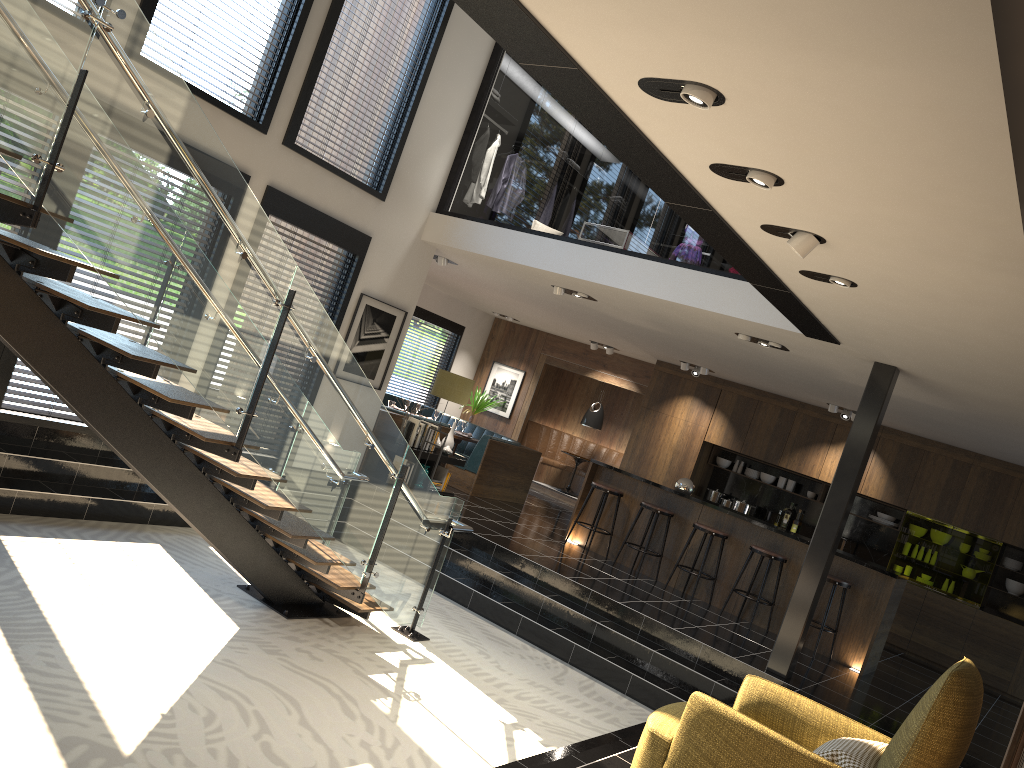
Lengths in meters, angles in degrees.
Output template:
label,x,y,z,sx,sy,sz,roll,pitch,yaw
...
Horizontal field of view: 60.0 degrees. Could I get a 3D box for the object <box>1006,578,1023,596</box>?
label,x,y,z,sx,sy,sz,roll,pitch,yaw
object,6.346,2.575,11.173,0.264,0.170,0.264,19,0,9

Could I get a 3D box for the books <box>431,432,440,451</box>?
label,x,y,z,sx,sy,sz,roll,pitch,yaw
books,-0.951,0.648,10.406,0.161,0.250,0.028,19,0,34

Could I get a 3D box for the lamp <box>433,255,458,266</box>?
label,x,y,z,sx,sy,sz,roll,pitch,yaw
lamp,-0.889,-1.550,10.699,0.500,0.248,0.350,19,0,34

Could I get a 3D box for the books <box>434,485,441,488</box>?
label,x,y,z,sx,sy,sz,roll,pitch,yaw
books,-0.982,1.186,10.552,0.156,0.025,0.275,19,-1,30

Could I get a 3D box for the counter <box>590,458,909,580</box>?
label,x,y,z,sx,sy,sz,roll,pitch,yaw
counter,2.520,1.456,9.874,3.566,0.041,0.700,19,-1,34

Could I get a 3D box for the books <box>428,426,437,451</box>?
label,x,y,z,sx,sy,sz,roll,pitch,yaw
books,-0.979,0.622,10.366,0.154,0.280,0.028,19,0,34

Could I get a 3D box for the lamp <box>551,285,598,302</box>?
label,x,y,z,sx,sy,sz,roll,pitch,yaw
lamp,0.686,-1.015,9.577,0.500,0.231,0.350,19,0,34

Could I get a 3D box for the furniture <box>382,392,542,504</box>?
label,x,y,z,sx,sy,sz,roll,pitch,yaw
furniture,-1.066,0.862,12.932,2.604,0.822,1.368,19,-1,34

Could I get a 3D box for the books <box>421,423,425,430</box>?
label,x,y,z,sx,sy,sz,roll,pitch,yaw
books,-1.099,0.577,10.206,0.141,0.280,0.031,19,0,34

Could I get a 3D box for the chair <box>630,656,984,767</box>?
label,x,y,z,sx,sy,sz,roll,pitch,yaw
chair,1.033,1.352,3.261,1.028,1.097,0.809,19,0,33

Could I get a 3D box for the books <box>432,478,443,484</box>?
label,x,y,z,sx,sy,sz,roll,pitch,yaw
books,-0.967,1.139,10.553,0.156,0.025,0.275,19,-1,37

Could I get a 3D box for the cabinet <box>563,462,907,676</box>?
label,x,y,z,sx,sy,sz,roll,pitch,yaw
cabinet,2.348,1.945,9.874,3.556,0.994,0.699,19,0,34

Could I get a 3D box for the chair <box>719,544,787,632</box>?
label,x,y,z,sx,sy,sz,roll,pitch,yaw
chair,2.531,2.108,9.183,0.411,0.799,0.413,19,0,43

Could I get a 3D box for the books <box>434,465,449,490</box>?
label,x,y,z,sx,sy,sz,roll,pitch,yaw
books,-0.868,1.129,10.689,0.155,0.263,0.026,19,0,34

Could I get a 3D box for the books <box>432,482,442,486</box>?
label,x,y,z,sx,sy,sz,roll,pitch,yaw
books,-0.971,1.164,10.550,0.166,0.024,0.262,19,-1,31

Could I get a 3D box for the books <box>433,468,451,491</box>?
label,x,y,z,sx,sy,sz,roll,pitch,yaw
books,-0.865,1.147,10.721,0.230,0.232,0.037,19,0,34

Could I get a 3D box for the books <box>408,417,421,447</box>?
label,x,y,z,sx,sy,sz,roll,pitch,yaw
books,-1.150,0.541,10.074,0.160,0.312,0.035,19,0,34

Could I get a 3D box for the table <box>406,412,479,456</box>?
label,x,y,z,sx,sy,sz,roll,pitch,yaw
table,-1.244,0.883,12.712,1.535,0.661,0.824,19,0,34

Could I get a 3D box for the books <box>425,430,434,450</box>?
label,x,y,z,sx,sy,sz,roll,pitch,yaw
books,-1.018,0.621,10.319,0.194,0.255,0.034,19,0,34

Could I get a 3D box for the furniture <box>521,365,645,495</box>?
label,x,y,z,sx,sy,sz,roll,pitch,yaw
furniture,1.583,0.892,15.776,2.633,2.335,1.177,19,0,33

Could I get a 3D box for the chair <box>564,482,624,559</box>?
label,x,y,z,sx,sy,sz,roll,pitch,yaw
chair,0.983,1.573,10.288,0.411,0.799,0.413,19,0,43

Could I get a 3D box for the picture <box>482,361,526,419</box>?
label,x,y,z,sx,sy,sz,roll,pitch,yaw
picture,-0.193,0.103,16.184,0.747,0.911,0.028,19,0,34

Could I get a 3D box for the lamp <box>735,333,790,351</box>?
label,x,y,z,sx,sy,sz,roll,pitch,yaw
lamp,2.380,-0.449,8.373,0.500,0.194,0.350,19,-1,34

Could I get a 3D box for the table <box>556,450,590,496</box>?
label,x,y,z,sx,sy,sz,roll,pitch,yaw
table,1.071,1.570,15.390,0.702,0.644,0.702,19,0,9

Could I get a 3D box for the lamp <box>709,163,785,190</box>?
label,x,y,z,sx,sy,sz,roll,pitch,yaw
lamp,1.043,-0.962,3.890,0.346,0.177,0.195,19,0,34

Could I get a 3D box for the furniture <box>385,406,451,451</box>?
label,x,y,z,sx,sy,sz,roll,pitch,yaw
furniture,-2.238,0.428,11.159,2.604,0.822,1.368,19,-1,34

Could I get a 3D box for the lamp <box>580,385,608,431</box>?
label,x,y,z,sx,sy,sz,roll,pitch,yaw
lamp,1.523,0.298,15.369,0.390,0.974,0.389,19,0,-12

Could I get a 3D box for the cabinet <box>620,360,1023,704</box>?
label,x,y,z,sx,sy,sz,roll,pitch,yaw
cabinet,4.721,1.907,12.157,6.878,2.690,0.871,19,0,34

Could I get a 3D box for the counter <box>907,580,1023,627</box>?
label,x,y,z,sx,sy,sz,roll,pitch,yaw
counter,4.564,2.368,12.161,4.581,0.005,0.864,19,-1,34

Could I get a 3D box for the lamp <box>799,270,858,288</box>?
label,x,y,z,sx,sy,sz,roll,pitch,yaw
lamp,1.863,-0.668,5.177,0.346,0.158,0.195,19,0,34

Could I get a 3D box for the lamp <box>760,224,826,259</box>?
label,x,y,z,sx,sy,sz,roll,pitch,yaw
lamp,1.439,-0.778,4.533,0.346,0.247,0.195,19,0,34

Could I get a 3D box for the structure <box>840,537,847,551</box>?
label,x,y,z,sx,sy,sz,roll,pitch,yaw
structure,4.415,2.189,12.126,0.242,0.231,0.174,19,0,34

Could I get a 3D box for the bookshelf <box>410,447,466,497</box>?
label,x,y,z,sx,sy,sz,roll,pitch,yaw
bookshelf,-1.119,0.993,10.302,0.355,0.500,1.307,19,0,34

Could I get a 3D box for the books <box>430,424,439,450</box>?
label,x,y,z,sx,sy,sz,roll,pitch,yaw
books,-0.968,0.619,10.392,0.177,0.294,0.025,19,0,34

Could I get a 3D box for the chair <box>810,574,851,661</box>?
label,x,y,z,sx,sy,sz,roll,pitch,yaw
chair,3.047,2.287,8.815,0.411,0.799,0.413,19,0,43

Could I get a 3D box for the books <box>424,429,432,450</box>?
label,x,y,z,sx,sy,sz,roll,pitch,yaw
books,-1.029,0.621,10.292,0.148,0.246,0.023,19,0,34

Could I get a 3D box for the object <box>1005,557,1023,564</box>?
label,x,y,z,sx,sy,sz,roll,pitch,yaw
object,6.352,2.244,11.231,0.220,0.033,0.221,19,-1,44

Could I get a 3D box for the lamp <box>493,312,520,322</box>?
label,x,y,z,sx,sy,sz,roll,pitch,yaw
lamp,-0.091,-1.232,15.659,0.500,0.213,0.350,19,-1,34

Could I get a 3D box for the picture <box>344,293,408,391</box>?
label,x,y,z,sx,sy,sz,roll,pitch,yaw
picture,-1.497,-0.433,9.422,0.028,0.911,0.750,20,0,34

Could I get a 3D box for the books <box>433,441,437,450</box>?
label,x,y,z,sx,sy,sz,roll,pitch,yaw
books,-0.943,0.664,10.461,0.129,0.227,0.026,19,0,34

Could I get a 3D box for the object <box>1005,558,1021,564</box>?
label,x,y,z,sx,sy,sz,roll,pitch,yaw
object,6.348,2.255,11.231,0.220,0.033,0.221,19,-1,44

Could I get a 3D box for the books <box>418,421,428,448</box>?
label,x,y,z,sx,sy,sz,roll,pitch,yaw
books,-1.079,0.576,10.232,0.169,0.298,0.032,19,0,34

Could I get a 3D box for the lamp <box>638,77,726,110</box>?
label,x,y,z,sx,sy,sz,roll,pitch,yaw
lamp,0.634,-1.114,3.246,0.346,0.177,0.195,19,0,34

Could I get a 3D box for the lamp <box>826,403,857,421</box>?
label,x,y,z,sx,sy,sz,roll,pitch,yaw
lamp,4.342,0.324,11.487,0.500,0.280,0.350,19,0,34

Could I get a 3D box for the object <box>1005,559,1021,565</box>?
label,x,y,z,sx,sy,sz,roll,pitch,yaw
object,6.344,2.268,11.231,0.220,0.033,0.221,19,-1,44

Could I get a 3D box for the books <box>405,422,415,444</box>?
label,x,y,z,sx,sy,sz,roll,pitch,yaw
books,-1.201,0.549,10.068,0.155,0.263,0.026,19,0,34

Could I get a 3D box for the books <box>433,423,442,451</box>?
label,x,y,z,sx,sy,sz,roll,pitch,yaw
books,-0.925,0.628,10.487,0.131,0.307,0.022,19,0,34

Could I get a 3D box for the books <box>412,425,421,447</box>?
label,x,y,z,sx,sy,sz,roll,pitch,yaw
books,-1.149,0.568,10.107,0.172,0.262,0.030,19,0,34

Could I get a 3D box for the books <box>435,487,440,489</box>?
label,x,y,z,sx,sy,sz,roll,pitch,yaw
books,-0.992,1.209,10.553,0.156,0.025,0.274,19,-1,31

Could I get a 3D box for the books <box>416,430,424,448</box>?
label,x,y,z,sx,sy,sz,roll,pitch,yaw
books,-1.117,0.606,10.177,0.169,0.214,0.025,19,0,34

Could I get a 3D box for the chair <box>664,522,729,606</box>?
label,x,y,z,sx,sy,sz,roll,pitch,yaw
chair,2.015,1.930,9.552,0.411,0.799,0.413,19,0,43

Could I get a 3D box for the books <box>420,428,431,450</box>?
label,x,y,z,sx,sy,sz,roll,pitch,yaw
books,-1.052,0.608,10.242,0.201,0.255,0.025,19,0,34

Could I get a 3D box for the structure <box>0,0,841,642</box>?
label,x,y,z,sx,sy,sz,roll,pitch,yaw
structure,-0.842,-0.283,4.817,3.440,4.868,7.295,19,0,33

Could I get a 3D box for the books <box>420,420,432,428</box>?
label,x,y,z,sx,sy,sz,roll,pitch,yaw
books,-1.043,0.585,10.276,0.155,0.306,0.032,19,0,34

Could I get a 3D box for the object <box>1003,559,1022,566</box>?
label,x,y,z,sx,sy,sz,roll,pitch,yaw
object,6.340,2.277,11.231,0.220,0.033,0.221,19,-1,44

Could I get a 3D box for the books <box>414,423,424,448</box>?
label,x,y,z,sx,sy,sz,roll,pitch,yaw
books,-1.112,0.575,10.148,0.160,0.276,0.030,19,0,34

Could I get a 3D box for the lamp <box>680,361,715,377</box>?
label,x,y,z,sx,sy,sz,roll,pitch,yaw
lamp,2.652,-0.253,12.692,0.500,0.294,0.350,19,0,34

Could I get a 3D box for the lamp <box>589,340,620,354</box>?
label,x,y,z,sx,sy,sz,roll,pitch,yaw
lamp,1.519,-0.641,14.502,0.500,0.280,0.350,19,0,34

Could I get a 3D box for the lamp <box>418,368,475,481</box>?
label,x,y,z,sx,sy,sz,roll,pitch,yaw
lamp,-0.928,0.548,9.796,0.638,1.445,0.436,19,0,-30

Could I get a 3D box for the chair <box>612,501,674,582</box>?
label,x,y,z,sx,sy,sz,roll,pitch,yaw
chair,1.499,1.752,9.920,0.411,0.799,0.413,19,0,43
